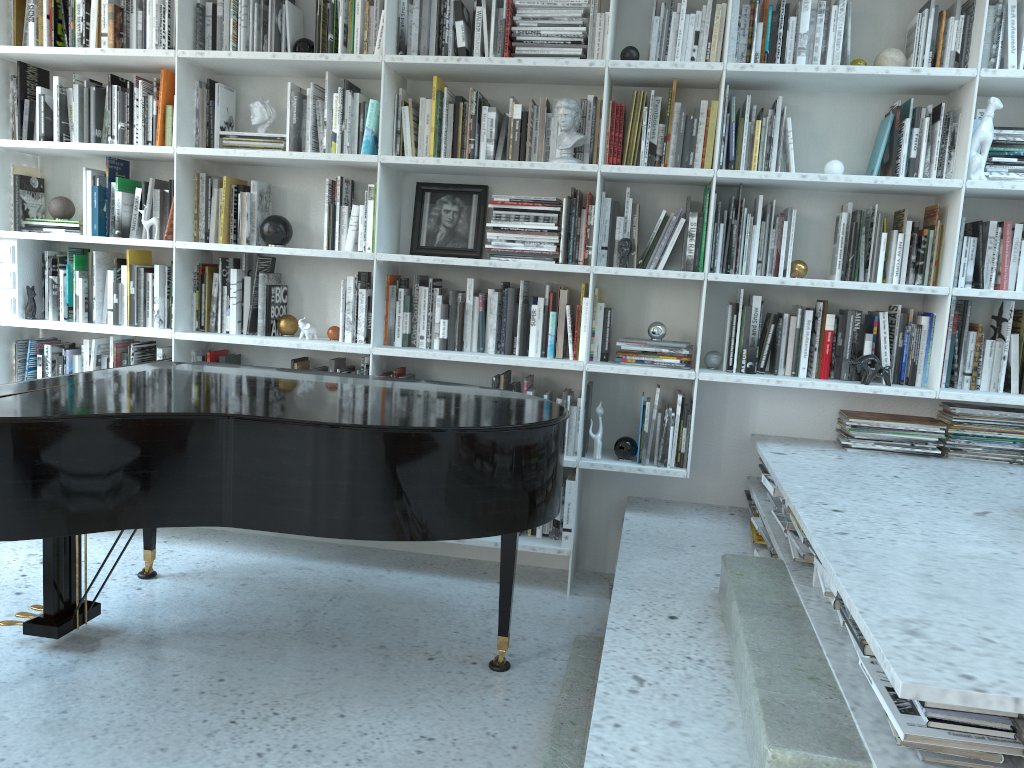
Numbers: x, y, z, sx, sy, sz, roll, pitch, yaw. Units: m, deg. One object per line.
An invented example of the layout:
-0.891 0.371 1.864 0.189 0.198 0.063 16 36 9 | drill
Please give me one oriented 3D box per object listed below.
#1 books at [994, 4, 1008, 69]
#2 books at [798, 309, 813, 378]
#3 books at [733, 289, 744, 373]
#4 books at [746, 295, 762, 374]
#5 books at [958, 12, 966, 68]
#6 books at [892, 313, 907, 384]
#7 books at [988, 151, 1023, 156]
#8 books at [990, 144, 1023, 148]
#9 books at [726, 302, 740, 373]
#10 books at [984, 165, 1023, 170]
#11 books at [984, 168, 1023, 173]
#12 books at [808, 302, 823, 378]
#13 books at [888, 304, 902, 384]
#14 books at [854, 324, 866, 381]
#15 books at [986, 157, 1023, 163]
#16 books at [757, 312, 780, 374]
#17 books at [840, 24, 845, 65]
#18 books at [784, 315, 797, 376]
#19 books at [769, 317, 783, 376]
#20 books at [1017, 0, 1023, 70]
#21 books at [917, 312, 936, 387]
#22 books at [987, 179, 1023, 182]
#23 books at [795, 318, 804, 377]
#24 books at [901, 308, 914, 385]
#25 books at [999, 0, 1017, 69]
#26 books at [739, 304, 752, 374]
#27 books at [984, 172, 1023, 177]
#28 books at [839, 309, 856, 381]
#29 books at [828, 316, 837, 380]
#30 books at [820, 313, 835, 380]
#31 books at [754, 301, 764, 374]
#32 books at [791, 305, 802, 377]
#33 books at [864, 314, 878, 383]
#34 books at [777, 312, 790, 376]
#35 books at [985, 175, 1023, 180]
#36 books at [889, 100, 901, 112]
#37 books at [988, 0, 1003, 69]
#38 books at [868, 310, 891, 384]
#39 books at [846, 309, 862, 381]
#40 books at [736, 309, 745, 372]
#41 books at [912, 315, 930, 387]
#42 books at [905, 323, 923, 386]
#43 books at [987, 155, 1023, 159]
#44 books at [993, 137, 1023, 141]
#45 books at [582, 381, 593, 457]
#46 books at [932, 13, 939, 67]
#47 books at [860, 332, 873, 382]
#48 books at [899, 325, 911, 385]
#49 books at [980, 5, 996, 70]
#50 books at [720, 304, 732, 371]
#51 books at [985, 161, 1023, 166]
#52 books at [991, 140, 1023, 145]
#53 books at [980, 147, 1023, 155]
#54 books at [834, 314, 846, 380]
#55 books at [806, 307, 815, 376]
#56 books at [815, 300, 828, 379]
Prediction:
1.719 -1.204 3.169 0.011 0.248 0.155 5 8 9 | books
1.112 -0.157 3.394 0.025 0.253 0.181 5 7 9 | books
0.865 -0.208 3.421 0.010 0.317 0.186 5 8 9 | books
0.921 -0.193 3.413 0.030 0.295 0.188 5 8 9 | books
1.592 -1.202 3.199 0.013 0.221 0.155 5 7 9 | books
1.448 -0.138 3.353 0.021 0.265 0.150 5 8 9 | books
1.833 -0.819 3.198 0.254 0.012 0.160 5 7 14 | books
1.835 -0.844 3.201 0.285 0.012 0.159 5 7 11 | books
0.847 -0.183 3.426 0.023 0.263 0.186 5 7 9 | books
1.827 -0.772 3.211 0.254 0.012 0.160 5 7 11 | books
1.826 -0.759 3.208 0.254 0.012 0.160 5 7 13 | books
1.158 -0.172 3.403 0.012 0.285 0.159 5 8 9 | books
1.432 -0.153 3.353 0.013 0.294 0.134 5 8 9 | books
1.310 -0.122 3.378 0.022 0.211 0.135 5 8 9 | books
1.829 -0.795 3.201 0.254 0.012 0.160 4 7 4 | books
0.979 -0.159 3.423 0.065 0.232 0.161 5 7 9 | books
1.204 -1.220 3.281 0.015 0.189 0.103 5 8 9 | books
1.063 -0.151 3.417 0.024 0.228 0.159 5 7 9 | books
1.016 -0.149 3.419 0.011 0.217 0.175 5 7 9 | books
1.801 -1.217 3.166 0.012 0.285 0.159 5 8 9 | books
1.543 -0.132 3.327 0.025 0.273 0.171 5 8 9 | books
1.823 -0.723 3.213 0.285 0.012 0.159 5 7 13 | books
1.095 -0.145 3.415 0.012 0.221 0.153 5 7 9 | books
1.479 -0.145 3.360 0.012 0.283 0.143 5 8 9 | books
1.759 -1.222 3.166 0.065 0.289 0.145 5 8 9 | books
0.894 -0.176 3.421 0.023 0.257 0.178 5 7 9 | books
1.825 -0.747 3.207 0.285 0.012 0.159 5 7 14 | books
1.261 -0.151 3.374 0.026 0.263 0.173 5 8 9 | books
1.216 -0.143 3.392 0.025 0.238 0.156 5 8 9 | books
1.187 -0.147 3.382 0.031 0.244 0.184 5 7 9 | books
0.942 -0.184 3.420 0.010 0.277 0.174 5 8 9 | books
1.083 -0.169 3.408 0.014 0.268 0.171 5 8 9 | books
1.351 -0.137 3.365 0.012 0.249 0.164 5 8 9 | books
1.038 -0.157 3.424 0.029 0.235 0.142 5 8 9 | books
1.824 -0.735 3.212 0.254 0.012 0.160 4 7 5 | books
1.405 -0.886 3.278 0.016 0.290 0.135 5 8 9 | books
1.709 -1.232 3.176 0.015 0.301 0.140 5 8 9 | books
1.388 -0.142 3.352 0.070 0.267 0.185 5 7 9 | books
1.287 -0.150 3.376 0.026 0.263 0.169 5 8 9 | books
0.879 -0.172 3.449 0.015 0.241 0.152 5 8 9 | books
1.518 -0.127 3.331 0.026 0.258 0.156 5 8 9 | books
1.491 -0.114 3.331 0.025 0.228 0.175 5 7 9 | books
1.831 -0.808 3.210 0.254 0.012 0.160 5 7 9 | books
1.837 -0.867 3.198 0.285 0.012 0.159 5 7 11 | books
0.300 0.136 3.528 0.012 0.285 0.159 5 8 9 | books
1.515 -1.213 3.228 0.011 0.228 0.131 5 8 9 | books
1.331 -0.105 3.370 0.025 0.181 0.169 5 7 9 | books
1.461 -0.113 3.341 0.013 0.220 0.168 5 7 9 | books
1.688 -1.212 3.196 0.030 0.254 0.128 5 8 9 | books
0.833 -0.182 3.449 0.012 0.254 0.160 5 8 9 | books
1.829 -0.784 3.209 0.285 0.012 0.159 4 7 7 | books
1.835 -0.855 3.192 0.285 0.012 0.159 4 7 4 | books
1.834 -0.832 3.200 0.285 0.012 0.159 4 7 6 | books
1.240 -0.144 3.395 0.021 0.243 0.131 5 8 9 | books
1.137 -0.163 3.422 0.016 0.261 0.098 5 8 9 | books
1.167 -0.173 3.379 0.012 0.293 0.175 5 8 9 | books
